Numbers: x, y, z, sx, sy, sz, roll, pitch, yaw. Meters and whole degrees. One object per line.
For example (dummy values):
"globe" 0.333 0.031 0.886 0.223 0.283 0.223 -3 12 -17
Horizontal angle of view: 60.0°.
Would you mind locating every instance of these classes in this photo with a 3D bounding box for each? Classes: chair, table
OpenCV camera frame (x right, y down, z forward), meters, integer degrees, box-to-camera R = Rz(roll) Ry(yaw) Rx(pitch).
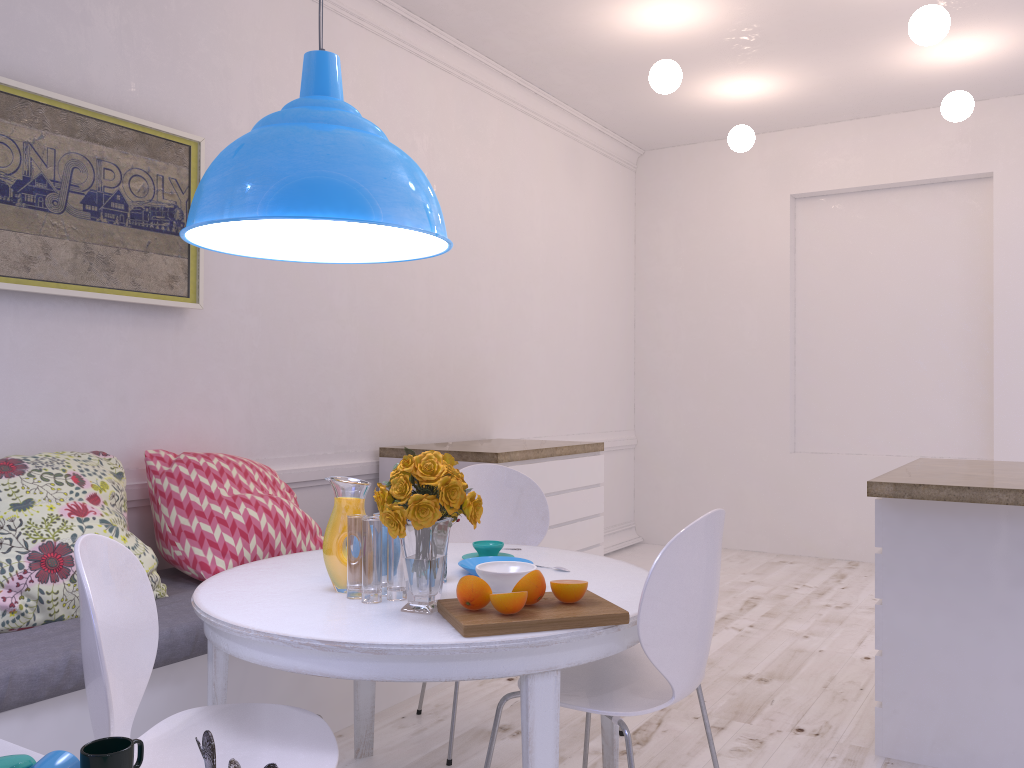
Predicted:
"chair" -0.007 0.704 2.946 0.604 0.845 0.483 1 -1 -23
"chair" -0.513 0.686 1.582 0.483 0.845 0.604 0 -1 -13
"table" -0.643 0.787 0.739 1.514 0.619 0.736 0 -1 32
"table" -0.192 0.801 2.200 1.140 0.629 1.140 1 -1 -30
"chair" 0.239 0.695 2.048 0.483 0.845 0.604 0 -1 32

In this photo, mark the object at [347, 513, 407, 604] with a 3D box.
"object" -0.305 0.391 2.004 0.122 0.186 0.101 1 -1 -28

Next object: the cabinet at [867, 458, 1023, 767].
"cabinet" 1.620 0.712 2.914 0.654 0.842 1.167 0 -1 32

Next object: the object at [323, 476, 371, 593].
"object" -0.382 0.351 2.082 0.116 0.267 0.094 1 -1 -32

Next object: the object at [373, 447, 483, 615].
"object" -0.180 0.308 1.919 0.234 0.351 0.235 0 -1 -3

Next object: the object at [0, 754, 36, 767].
"object" -0.559 0.437 0.980 0.069 0.059 0.082 0 -1 9

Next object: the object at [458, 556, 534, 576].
"object" -0.042 0.477 2.304 0.196 0.023 0.196 0 -1 19

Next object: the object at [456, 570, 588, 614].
"object" 0.033 0.423 1.814 0.285 0.075 0.129 1 -1 -22

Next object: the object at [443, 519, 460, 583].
"object" -0.197 0.343 2.196 0.128 0.287 0.128 0 -1 33

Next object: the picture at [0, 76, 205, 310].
"picture" -1.389 -0.593 2.838 0.020 0.629 0.971 0 -1 32

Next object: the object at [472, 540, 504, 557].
"object" -0.066 0.464 2.468 0.088 0.043 0.088 0 -1 39

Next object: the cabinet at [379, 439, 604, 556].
"cabinet" -0.068 0.721 4.380 0.654 0.842 1.036 0 -1 32

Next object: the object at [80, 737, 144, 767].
"object" -0.446 0.442 0.995 0.070 0.077 0.055 1 -1 -33

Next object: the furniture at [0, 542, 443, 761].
"furniture" -1.194 0.861 2.477 0.769 0.508 3.296 0 -1 32

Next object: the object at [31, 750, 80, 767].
"object" -0.522 0.444 0.971 0.069 0.058 0.080 0 -1 5

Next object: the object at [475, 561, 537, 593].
"object" -0.014 0.460 2.110 0.147 0.052 0.147 0 -1 -16

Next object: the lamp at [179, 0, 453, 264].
"lamp" -0.406 -1.272 1.915 0.568 1.948 0.568 1 -1 -24

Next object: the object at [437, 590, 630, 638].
"object" 0.038 0.472 1.839 0.347 0.024 0.224 1 -1 -18

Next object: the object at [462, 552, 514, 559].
"object" -0.066 0.485 2.468 0.147 0.011 0.147 0 -1 34

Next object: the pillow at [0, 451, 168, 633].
"pillow" -1.337 0.427 2.534 0.509 0.447 0.592 0 -1 37

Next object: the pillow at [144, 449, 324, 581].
"pillow" -0.975 0.440 3.115 0.491 0.424 0.587 0 -1 34
